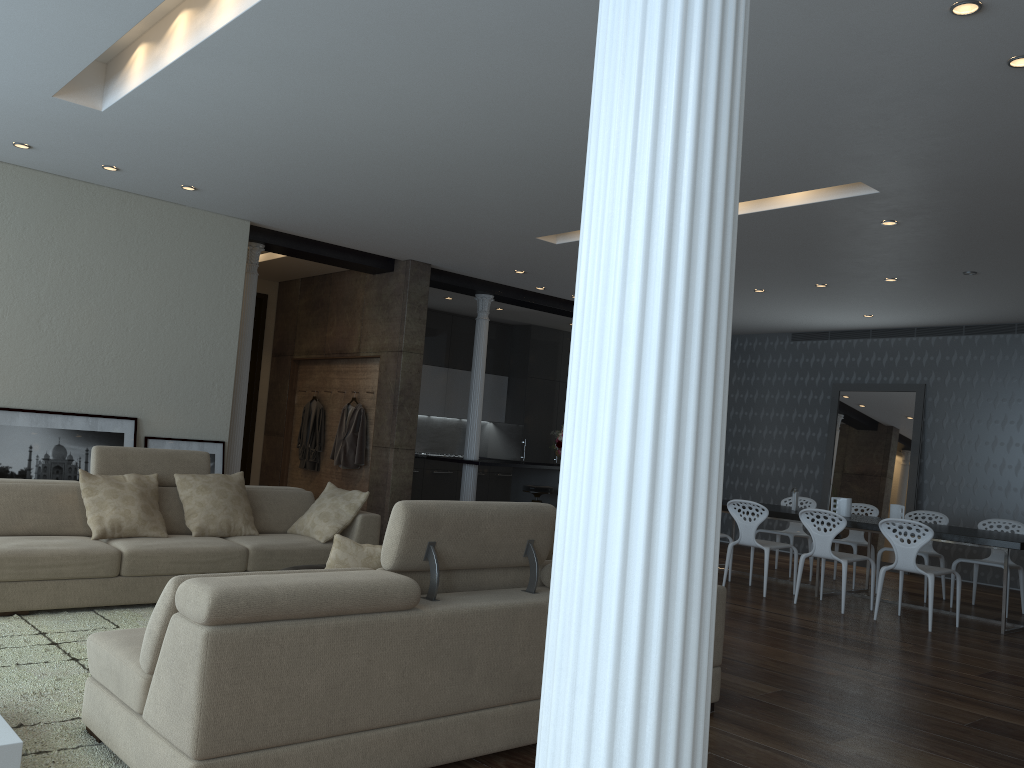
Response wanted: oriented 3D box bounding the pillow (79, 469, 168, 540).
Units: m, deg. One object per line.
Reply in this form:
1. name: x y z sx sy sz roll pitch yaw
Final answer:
1. pillow: -2.494 0.772 5.701 0.368 0.416 0.519 1 -5 44

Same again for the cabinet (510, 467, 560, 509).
1. cabinet: 0.513 1.524 11.347 0.642 0.897 0.900 8 -5 -41

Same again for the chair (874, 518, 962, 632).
1. chair: 3.223 1.496 7.084 0.581 0.835 0.495 8 -5 -41

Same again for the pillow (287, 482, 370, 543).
1. pillow: -1.317 0.927 6.450 0.518 0.393 0.395 1 -5 45

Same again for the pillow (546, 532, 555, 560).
1. pillow: -0.059 0.840 3.905 0.534 0.439 0.301 7 -5 -38

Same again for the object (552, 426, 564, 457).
1. object: 0.813 0.790 11.476 0.544 0.552 0.570 7 -5 -35

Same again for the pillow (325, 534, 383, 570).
1. pillow: -0.532 0.786 3.500 0.519 0.416 0.368 7 -5 -37

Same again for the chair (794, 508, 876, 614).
1. chair: 2.746 1.490 7.591 0.581 0.835 0.495 8 -5 -41

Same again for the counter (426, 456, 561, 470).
1. counter: 0.678 1.076 11.490 3.700 0.040 1.000 8 -5 -41

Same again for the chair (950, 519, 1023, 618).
1. chair: 4.410 1.660 8.143 0.581 0.835 0.495 8 -5 -41

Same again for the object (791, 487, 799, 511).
1. object: 2.813 1.144 8.852 0.076 0.233 0.161 2 -4 30

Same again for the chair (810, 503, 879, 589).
1. chair: 3.475 1.653 9.192 0.581 0.835 0.495 8 -5 -41

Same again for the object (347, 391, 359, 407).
1. object: -1.760 0.191 9.873 0.010 0.219 0.430 8 -5 -41

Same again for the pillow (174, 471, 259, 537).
1. pillow: -2.038 0.825 6.125 0.301 0.439 0.534 1 -5 45

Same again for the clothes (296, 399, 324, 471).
1. clothes: -2.402 0.597 10.522 0.141 0.855 0.569 8 -5 -41

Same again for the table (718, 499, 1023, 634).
1. table: 3.190 1.634 8.451 1.200 0.733 3.400 8 -5 -41

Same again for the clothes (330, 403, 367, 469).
1. clothes: -1.809 0.575 9.846 0.173 0.735 0.700 8 -5 -43

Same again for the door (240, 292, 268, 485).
1. door: -3.689 0.202 10.993 1.037 2.814 0.246 8 -5 -41

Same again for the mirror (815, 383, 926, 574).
1. mirror: 4.470 1.126 11.101 0.240 2.294 1.200 8 -5 -41

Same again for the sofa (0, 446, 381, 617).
1. sofa: -2.228 0.928 5.938 2.581 0.950 1.021 8 -5 -41

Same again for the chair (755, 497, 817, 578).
1. chair: 3.008 1.650 9.716 0.581 0.835 0.495 8 -5 -41

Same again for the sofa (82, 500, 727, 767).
1. sofa: -0.267 0.943 3.739 2.581 0.950 1.021 8 -5 -41

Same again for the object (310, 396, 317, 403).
1. object: -2.352 0.187 10.554 0.010 0.219 0.430 8 -5 -41

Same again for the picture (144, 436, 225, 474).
1. picture: -2.806 0.967 7.586 0.700 0.988 0.195 8 -5 -41

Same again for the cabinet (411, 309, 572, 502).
1. cabinet: 0.012 0.587 13.758 7.409 2.980 0.827 8 -5 -41

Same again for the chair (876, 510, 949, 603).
1. chair: 3.942 1.657 8.667 0.581 0.835 0.495 8 -5 -41

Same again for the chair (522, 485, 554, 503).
1. chair: 1.876 1.610 7.462 16.134 0.952 21.556 8 -5 -41

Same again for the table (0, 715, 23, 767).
1. table: -2.091 1.099 2.666 0.900 0.170 0.900 8 -5 -41

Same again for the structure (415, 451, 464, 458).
1. structure: -0.981 1.042 12.833 0.900 0.066 0.520 8 -5 -41

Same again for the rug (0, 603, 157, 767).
1. rug: -1.499 1.354 4.405 4.231 0.020 2.972 8 -5 -41

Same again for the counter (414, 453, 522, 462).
1. counter: -1.466 1.088 12.458 3.597 0.223 0.807 8 -5 -41

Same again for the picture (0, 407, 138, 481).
1. picture: -3.548 0.789 6.905 1.183 1.140 0.225 8 -5 -41

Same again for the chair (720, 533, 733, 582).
1. chair: 1.798 1.485 8.674 0.581 0.835 0.495 8 -5 -41

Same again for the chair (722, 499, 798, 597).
1. chair: 2.262 1.488 8.147 0.581 0.835 0.495 8 -5 -41

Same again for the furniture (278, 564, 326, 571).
1. furniture: -0.845 1.259 5.018 1.057 0.355 1.057 8 -5 -40
